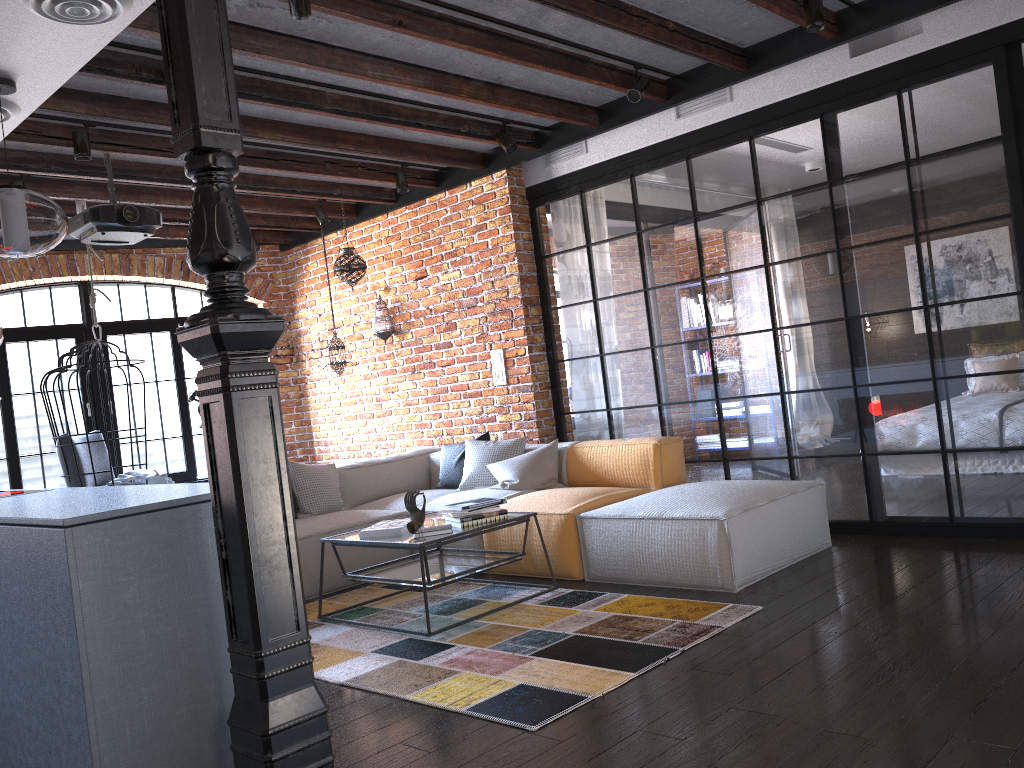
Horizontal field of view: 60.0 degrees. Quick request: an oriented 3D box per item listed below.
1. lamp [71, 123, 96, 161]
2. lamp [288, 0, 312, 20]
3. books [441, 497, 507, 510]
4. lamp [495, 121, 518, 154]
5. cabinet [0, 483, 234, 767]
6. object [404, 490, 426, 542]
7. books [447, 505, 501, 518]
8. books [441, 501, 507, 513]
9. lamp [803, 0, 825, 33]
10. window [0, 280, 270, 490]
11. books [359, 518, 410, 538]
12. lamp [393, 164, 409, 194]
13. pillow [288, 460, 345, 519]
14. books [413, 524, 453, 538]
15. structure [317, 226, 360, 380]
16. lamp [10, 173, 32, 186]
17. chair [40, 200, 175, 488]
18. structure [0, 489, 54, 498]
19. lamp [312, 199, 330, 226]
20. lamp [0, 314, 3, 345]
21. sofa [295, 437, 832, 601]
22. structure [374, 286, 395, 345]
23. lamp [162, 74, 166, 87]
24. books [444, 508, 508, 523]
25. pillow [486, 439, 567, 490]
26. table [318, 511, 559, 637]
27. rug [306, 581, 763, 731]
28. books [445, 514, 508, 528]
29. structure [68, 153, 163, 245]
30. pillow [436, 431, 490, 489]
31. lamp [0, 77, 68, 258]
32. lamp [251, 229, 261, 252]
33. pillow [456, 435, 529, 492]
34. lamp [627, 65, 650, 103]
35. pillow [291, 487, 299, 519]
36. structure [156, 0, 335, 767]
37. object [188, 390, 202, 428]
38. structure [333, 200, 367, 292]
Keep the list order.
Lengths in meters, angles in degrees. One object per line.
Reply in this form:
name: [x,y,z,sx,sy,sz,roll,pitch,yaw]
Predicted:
lamp: [-2.285,-1.293,4.741,0.082,0.184,0.119,-7,0,40]
lamp: [-0.806,-1.485,3.338,0.083,0.190,0.161,-7,0,-10]
books: [-0.187,0.582,4.321,0.268,0.014,0.196,-7,-1,-35]
lamp: [-0.035,-1.548,5.591,0.093,0.210,0.150,-7,0,-44]
cabinet: [-1.869,0.858,3.367,2.961,0.844,0.607,-7,-1,44]
object: [-0.427,0.585,3.962,0.099,0.223,0.093,-7,0,-6]
books: [-0.190,0.617,4.340,0.239,0.023,0.190,-7,-1,-11]
books: [-0.185,0.598,4.321,0.196,0.014,0.268,-7,-1,43]
lamp: [1.425,-1.754,4.147,0.114,0.184,0.082,-7,0,9]
window: [-3.616,0.045,7.727,3.292,2.233,0.177,-7,0,-28]
books: [-0.590,0.705,4.365,0.225,0.038,0.308,-7,-1,14]
lamp: [-0.784,-1.458,6.302,0.113,0.194,0.085,-7,0,15]
pillow: [-1.253,0.656,5.691,0.250,0.402,0.543,-7,0,26]
books: [-0.367,0.678,4.098,0.182,0.029,0.129,-7,-1,-9]
structure: [-1.507,-0.750,7.343,0.339,1.437,0.389,-7,0,45]
lamp: [-3.019,-1.194,5.456,0.116,0.188,0.083,-7,0,7]
chair: [-2.953,-0.189,6.249,0.682,2.220,0.802,-7,0,-1]
structure: [-2.353,0.505,3.781,0.764,0.057,0.504,-8,-1,44]
lamp: [-1.513,-1.354,7.015,0.134,0.208,0.090,-7,0,11]
lamp: [-2.320,-0.611,3.758,0.194,0.955,0.198,-7,0,-16]
sofa: [-0.316,0.777,4.966,3.302,0.697,2.535,-7,-1,44]
structure: [-1.053,-0.558,7.199,0.169,0.482,0.169,-7,0,44]
lamp: [-1.524,-1.385,4.013,0.092,0.201,0.162,-7,0,-29]
books: [-0.177,0.636,4.319,0.251,0.023,0.209,-7,-1,-27]
pillow: [0.078,0.531,5.570,0.485,0.314,0.358,-7,0,-3]
table: [-0.386,0.890,4.365,0.849,0.388,0.842,-7,-1,44]
rug: [-0.288,1.085,3.961,2.365,0.013,1.431,-8,-1,44]
books: [-0.176,0.659,4.318,0.247,0.024,0.209,-7,-1,-27]
structure: [-2.336,-1.237,5.129,0.464,0.816,0.409,-7,0,44]
pillow: [-0.347,0.544,6.149,0.510,0.400,0.263,-7,0,38]
lamp: [-1.910,-0.811,3.361,0.364,0.665,0.364,-7,0,27]
lamp: [-2.268,-1.255,7.754,0.134,0.208,0.093,-7,0,20]
pillow: [-0.141,0.532,5.875,0.496,0.354,0.293,-7,0,30]
lamp: [0.689,-1.645,4.868,0.082,0.207,0.159,-7,0,44]
pillow: [-1.505,0.671,5.466,0.239,0.417,0.538,-7,0,34]
structure: [0.976,-0.251,5.848,0.481,2.394,8.511,-7,-1,25]
object: [-2.373,0.636,7.150,0.570,1.471,0.616,-7,0,-20]
structure: [-1.303,-1.114,7.009,0.265,0.779,0.273,-7,0,-7]
